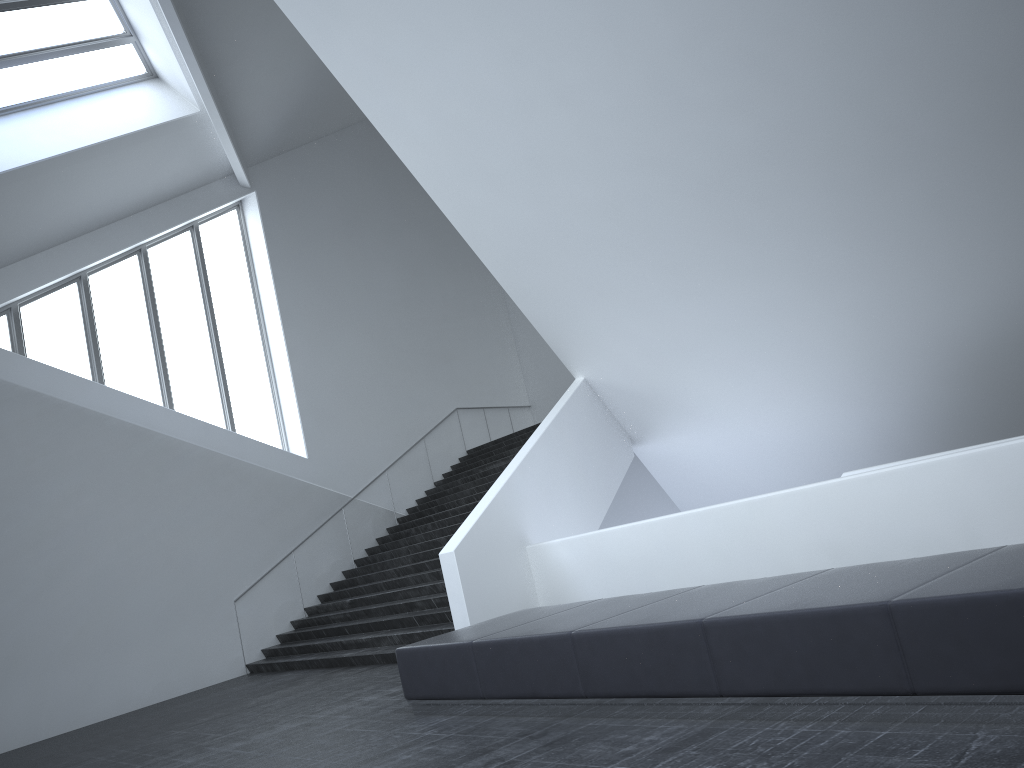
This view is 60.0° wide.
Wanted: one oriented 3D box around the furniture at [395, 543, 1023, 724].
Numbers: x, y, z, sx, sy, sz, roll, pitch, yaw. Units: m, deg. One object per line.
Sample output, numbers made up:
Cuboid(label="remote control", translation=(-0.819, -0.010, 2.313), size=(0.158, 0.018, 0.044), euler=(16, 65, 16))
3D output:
Cuboid(label="furniture", translation=(1.361, 1.727, 5.922), size=(1.488, 0.580, 5.742), euler=(-5, -12, -40))
